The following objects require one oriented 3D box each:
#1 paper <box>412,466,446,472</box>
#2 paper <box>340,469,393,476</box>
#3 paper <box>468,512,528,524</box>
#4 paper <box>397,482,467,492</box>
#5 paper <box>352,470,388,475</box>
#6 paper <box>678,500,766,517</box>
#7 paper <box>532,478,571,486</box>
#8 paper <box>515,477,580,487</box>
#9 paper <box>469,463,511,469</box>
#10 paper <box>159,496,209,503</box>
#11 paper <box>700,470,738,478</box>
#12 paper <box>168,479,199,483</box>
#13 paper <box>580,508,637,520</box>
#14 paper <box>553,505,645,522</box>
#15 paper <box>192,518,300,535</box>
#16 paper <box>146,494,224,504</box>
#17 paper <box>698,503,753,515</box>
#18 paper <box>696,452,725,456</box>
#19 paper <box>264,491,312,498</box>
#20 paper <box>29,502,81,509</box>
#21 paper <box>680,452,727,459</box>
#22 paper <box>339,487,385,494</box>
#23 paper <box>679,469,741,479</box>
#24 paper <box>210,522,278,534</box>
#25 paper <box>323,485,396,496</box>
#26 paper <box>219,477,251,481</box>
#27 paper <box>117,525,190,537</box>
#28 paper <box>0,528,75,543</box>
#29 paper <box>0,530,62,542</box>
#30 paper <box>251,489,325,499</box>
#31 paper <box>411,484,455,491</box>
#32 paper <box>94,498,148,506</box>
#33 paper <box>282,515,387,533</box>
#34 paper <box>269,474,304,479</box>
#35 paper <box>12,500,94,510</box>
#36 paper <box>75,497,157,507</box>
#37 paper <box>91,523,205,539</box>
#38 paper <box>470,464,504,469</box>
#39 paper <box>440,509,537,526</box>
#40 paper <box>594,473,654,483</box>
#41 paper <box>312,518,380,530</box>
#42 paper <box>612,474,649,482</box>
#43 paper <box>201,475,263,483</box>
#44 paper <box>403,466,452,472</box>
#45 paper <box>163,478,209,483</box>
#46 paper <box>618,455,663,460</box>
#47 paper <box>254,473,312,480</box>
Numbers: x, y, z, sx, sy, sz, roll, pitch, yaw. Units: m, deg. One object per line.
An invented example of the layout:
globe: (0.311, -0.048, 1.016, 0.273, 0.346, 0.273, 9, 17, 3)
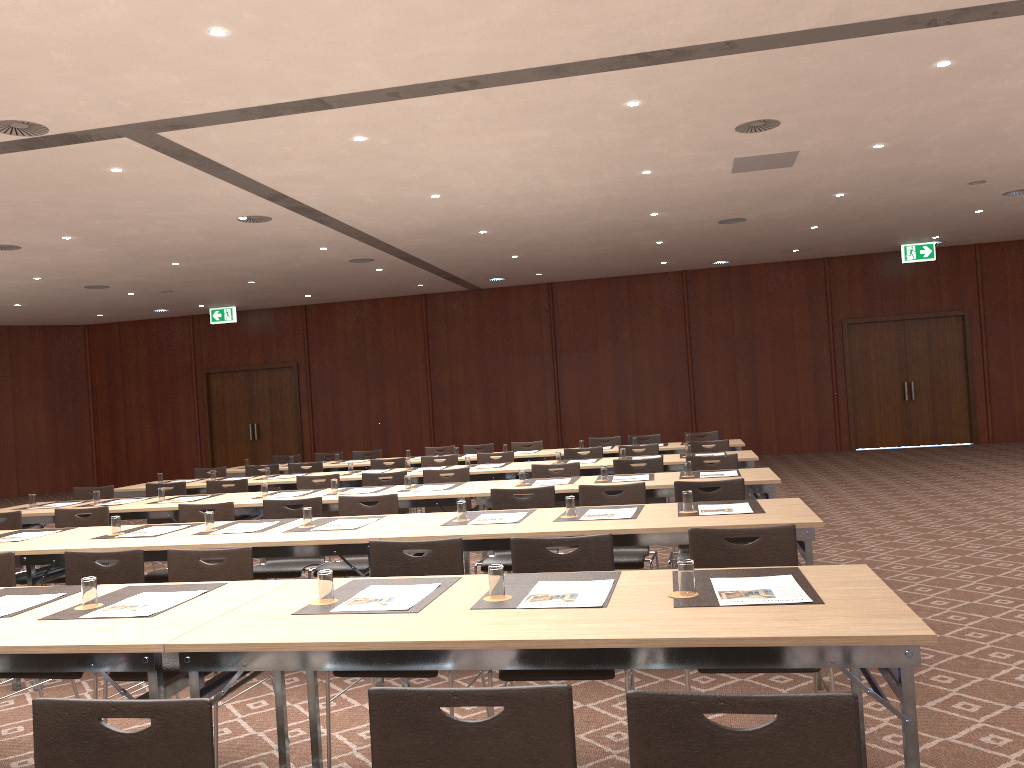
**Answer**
paper: (-0.883, 0.906, 9.455, 0.283, 0.006, 0.398, -4, -1, 9)
paper: (-1.568, 0.957, 9.623, 0.460, 0.003, 0.565, -4, -1, 8)
paper: (-0.078, 0.784, 5.188, 0.283, 0.006, 0.398, -4, -1, 11)
paper: (-0.663, 0.862, 7.430, 0.460, 0.003, 0.565, -4, -1, 11)
paper: (-1.520, 0.949, 9.564, 0.283, 0.006, 0.398, -4, -1, 14)
paper: (1.175, 0.703, 5.035, 0.460, 0.003, 0.565, -4, -1, 10)
paper: (0.322, 0.789, 7.147, 0.283, 0.006, 0.398, -4, -1, 8)
paper: (0.302, 0.796, 7.232, 0.460, 0.003, 0.565, -4, -1, 11)
paper: (-0.275, 0.868, 9.365, 0.460, 0.003, 0.565, -4, -1, 10)
paper: (-2.864, 1.009, 7.766, 0.283, 0.006, 0.398, -4, -1, 10)
paper: (1.609, 0.700, 6.903, 0.283, 0.006, 0.398, -4, -1, 12)
paper: (-3.756, 1.104, 10.022, 0.283, 0.006, 0.398, -4, -1, 11)
paper: (0.555, 0.740, 5.065, 0.283, 0.006, 0.398, -4, -1, 13)
paper: (0.514, 0.748, 5.142, 0.460, 0.003, 0.565, -4, -1, 13)
paper: (-1.670, 0.899, 5.596, 0.460, 0.003, 0.565, -4, -1, 10)
paper: (-2.879, 1.015, 7.844, 0.460, 0.003, 0.565, -4, -1, 9)
paper: (1.188, 0.697, 4.955, 0.283, 0.006, 0.398, -4, -1, 11)
paper: (1.977, 0.707, 8.856, 0.283, 0.006, 0.398, -4, -1, 12)
paper: (-1.912, 0.943, 7.588, 0.283, 0.006, 0.398, -4, -1, 12)
paper: (-4.126, 1.096, 8.022, 0.283, 0.006, 0.398, -4, -1, 10)
paper: (1.927, 0.716, 8.942, 0.460, 0.003, 0.565, -4, -1, 10)
paper: (-1.269, 0.899, 7.484, 0.283, 0.006, 0.398, -4, -1, 13)
paper: (1.554, 0.709, 6.976, 0.460, 0.003, 0.565, -4, -1, 12)
paper: (-1.658, 0.893, 5.519, 0.283, 0.006, 0.398, -4, -1, 9)
paper: (-1.288, 0.906, 7.547, 0.460, 0.003, 0.565, -4, -1, 9)
paper: (-3.094, 1.058, 9.851, 0.283, 0.006, 0.398, -4, -1, 14)
paper: (-2.284, 0.937, 5.653, 0.283, 0.006, 0.398, -4, -1, 11)
paper: (-3.289, 1.011, 5.914, 0.460, 0.003, 0.565, -4, -1, 10)
paper: (-3.218, 1.001, 5.828, 0.283, 0.006, 0.398, -4, -1, 10)
paper: (-1.924, 0.950, 7.677, 0.460, 0.003, 0.565, -4, -1, 9)
paper: (-0.656, 0.856, 7.328, 0.283, 0.006, 0.398, -4, -1, 11)
paper: (-3.490, 1.053, 7.927, 0.283, 0.006, 0.398, -4, -1, 10)
paper: (-1.077, 0.858, 5.444, 0.460, 0.003, 0.565, -4, -1, 10)
paper: (-2.475, 1.015, 9.746, 0.283, 0.006, 0.398, -4, -1, 9)
paper: (-4.171, 1.105, 8.107, 0.460, 0.003, 0.565, -4, -1, 14)
paper: (-3.558, 1.062, 7.972, 0.460, 0.003, 0.565, -4, -1, 12)
paper: (-2.331, 0.945, 5.706, 0.460, 0.003, 0.565, -4, -1, 13)
paper: (-0.254, 0.862, 9.318, 0.283, 0.006, 0.398, -4, -1, 13)
paper: (-0.129, 0.793, 5.274, 0.460, 0.003, 0.565, -4, -1, 12)
paper: (0.906, 0.754, 7.095, 0.460, 0.003, 0.565, -4, -1, 9)
paper: (-1.005, 0.848, 5.375, 0.283, 0.006, 0.398, -4, -1, 13)
paper: (0.943, 0.746, 7.036, 0.283, 0.006, 0.398, -4, -1, 8)
paper: (-3.140, 1.067, 9.969, 0.460, 0.003, 0.565, -4, -1, 9)
paper: (-0.924, 0.913, 9.521, 0.460, 0.003, 0.565, -4, -1, 13)
paper: (-3.783, 1.110, 10.048, 0.460, 0.003, 0.565, -4, -1, 8)
paper: (1.311, 0.758, 9.044, 0.460, 0.003, 0.565, -4, -1, 10)
paper: (-2.528, 1.024, 9.812, 0.460, 0.003, 0.565, -4, -1, 11)
